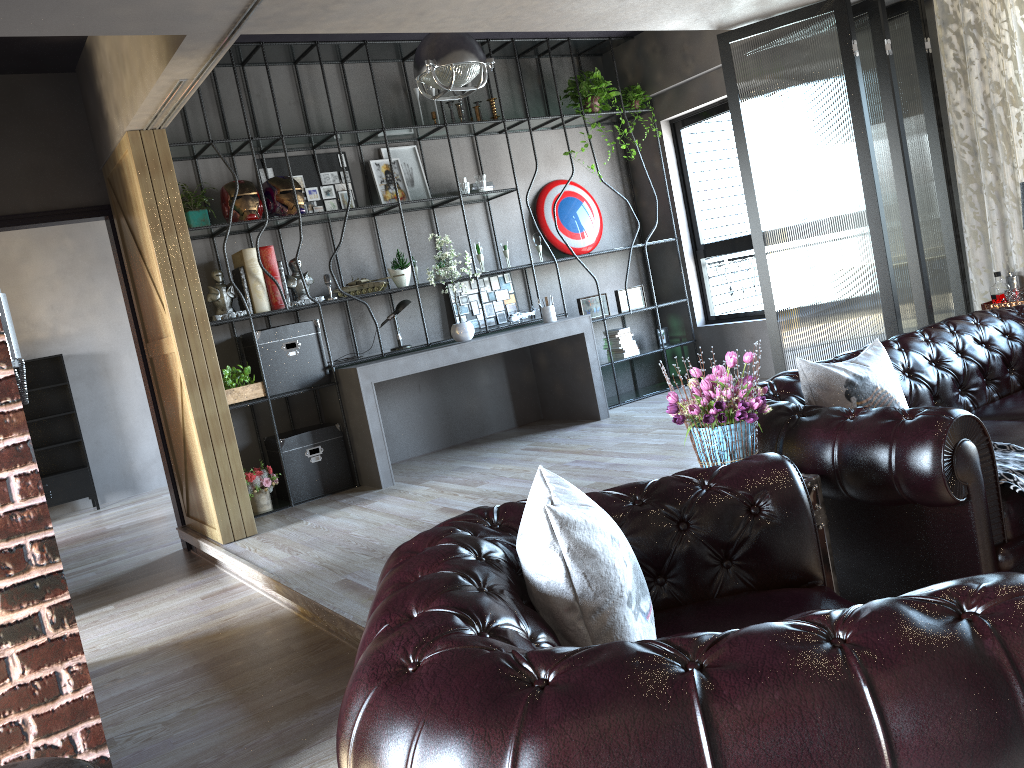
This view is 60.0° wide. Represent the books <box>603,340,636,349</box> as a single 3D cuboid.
[{"bbox_3d":[0.992,-0.368,8.207,0.194,0.028,0.245,-16,7,-37],"label":"books"}]

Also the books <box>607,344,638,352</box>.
[{"bbox_3d":[1.018,-0.333,8.212,0.175,0.023,0.249,-15,7,-31],"label":"books"}]

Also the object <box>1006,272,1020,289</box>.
[{"bbox_3d":[3.222,-0.628,5.706,0.052,0.182,0.135,-11,5,5],"label":"object"}]

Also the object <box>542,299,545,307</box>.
[{"bbox_3d":[0.280,-0.632,7.410,0.009,0.167,0.061,-13,5,-20],"label":"object"}]

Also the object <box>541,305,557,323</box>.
[{"bbox_3d":[0.306,-0.579,7.375,0.110,0.137,0.110,-13,6,-22],"label":"object"}]

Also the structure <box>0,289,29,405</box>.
[{"bbox_3d":[-1.594,-0.113,2.793,0.069,0.370,0.279,-14,6,-32],"label":"structure"}]

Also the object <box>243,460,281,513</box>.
[{"bbox_3d":[-1.833,0.730,6.312,0.346,0.362,0.331,-14,6,-29],"label":"object"}]

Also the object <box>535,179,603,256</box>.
[{"bbox_3d":[0.542,-1.547,8.239,0.752,0.738,0.185,-15,6,-32],"label":"object"}]

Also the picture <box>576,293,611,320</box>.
[{"bbox_3d":[0.732,-0.686,7.940,0.313,0.212,0.049,-15,6,-32],"label":"picture"}]

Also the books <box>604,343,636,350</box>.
[{"bbox_3d":[0.997,-0.348,8.210,0.193,0.014,0.255,-15,7,-29],"label":"books"}]

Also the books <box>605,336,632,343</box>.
[{"bbox_3d":[0.984,-0.414,8.209,0.155,0.022,0.205,-16,7,-37],"label":"books"}]

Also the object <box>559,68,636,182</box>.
[{"bbox_3d":[0.681,-2.286,7.902,0.720,1.024,0.650,-13,5,-14],"label":"object"}]

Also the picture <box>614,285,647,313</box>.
[{"bbox_3d":[1.094,-0.784,8.174,0.313,0.212,0.048,-15,6,-32],"label":"picture"}]

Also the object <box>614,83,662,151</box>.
[{"bbox_3d":[1.116,-2.449,8.183,0.445,0.633,0.401,-13,5,-14],"label":"object"}]

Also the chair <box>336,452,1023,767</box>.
[{"bbox_3d":[0.320,0.721,2.001,1.245,0.844,1.494,-12,6,-2],"label":"chair"}]

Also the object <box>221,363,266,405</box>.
[{"bbox_3d":[-1.911,-0.012,6.209,0.304,0.265,0.180,-15,6,-32],"label":"object"}]

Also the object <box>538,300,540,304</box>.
[{"bbox_3d":[0.254,-0.615,7.377,0.046,0.202,0.023,-11,5,4],"label":"object"}]

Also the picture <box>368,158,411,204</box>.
[{"bbox_3d":[-0.989,-1.632,7.232,0.268,0.413,0.101,-15,6,-32],"label":"picture"}]

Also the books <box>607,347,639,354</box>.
[{"bbox_3d":[1.023,-0.310,8.214,0.175,0.023,0.249,-16,7,-36],"label":"books"}]

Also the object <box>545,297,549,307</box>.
[{"bbox_3d":[0.302,-0.628,7.416,0.023,0.204,0.037,-11,5,7],"label":"object"}]

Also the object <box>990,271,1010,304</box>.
[{"bbox_3d":[3.103,-0.613,5.643,0.087,0.205,0.087,-12,5,-7],"label":"object"}]

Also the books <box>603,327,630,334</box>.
[{"bbox_3d":[0.963,-0.493,8.192,0.159,0.024,0.200,-17,8,-42],"label":"books"}]

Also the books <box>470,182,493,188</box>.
[{"bbox_3d":[-0.305,-1.692,7.596,0.225,0.029,0.179,-16,8,-40],"label":"books"}]

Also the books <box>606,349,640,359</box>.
[{"bbox_3d":[1.029,-0.278,8.214,0.193,0.043,0.248,-15,7,-32],"label":"books"}]

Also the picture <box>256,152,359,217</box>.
[{"bbox_3d":[-1.587,-1.542,6.933,0.750,0.503,0.058,-15,6,-32],"label":"picture"}]

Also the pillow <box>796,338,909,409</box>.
[{"bbox_3d":[1.357,0.066,3.462,0.529,0.468,0.283,-14,6,-29],"label":"pillow"}]

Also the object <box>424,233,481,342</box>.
[{"bbox_3d":[-0.429,-0.750,6.773,0.420,0.851,0.399,-10,5,14],"label":"object"}]

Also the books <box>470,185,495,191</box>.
[{"bbox_3d":[-0.296,-1.668,7.608,0.243,0.024,0.175,-16,7,-36],"label":"books"}]

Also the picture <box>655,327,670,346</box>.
[{"bbox_3d":[1.448,-0.456,8.534,0.137,0.165,0.032,-15,6,-32],"label":"picture"}]

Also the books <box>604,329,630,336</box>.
[{"bbox_3d":[0.972,-0.474,8.203,0.155,0.020,0.205,-15,7,-32],"label":"books"}]

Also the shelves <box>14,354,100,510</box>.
[{"bbox_3d":[-4.960,0.606,9.163,0.913,1.675,0.353,-15,6,-32],"label":"shelves"}]

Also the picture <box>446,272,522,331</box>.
[{"bbox_3d":[-0.234,-0.711,7.725,0.666,0.446,0.051,-15,6,-32],"label":"picture"}]

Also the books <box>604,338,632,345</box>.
[{"bbox_3d":[0.983,-0.391,8.209,0.159,0.021,0.224,-15,7,-32],"label":"books"}]

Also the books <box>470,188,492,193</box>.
[{"bbox_3d":[-0.301,-1.642,7.602,0.227,0.024,0.167,-7,7,37],"label":"books"}]

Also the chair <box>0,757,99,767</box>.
[{"bbox_3d":[-0.772,1.041,1.357,0.450,0.773,0.451,-11,5,8],"label":"chair"}]

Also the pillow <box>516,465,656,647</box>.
[{"bbox_3d":[0.171,0.448,2.114,0.290,0.501,0.542,-11,5,6],"label":"pillow"}]

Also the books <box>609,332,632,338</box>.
[{"bbox_3d":[0.983,-0.455,8.194,0.163,0.023,0.231,-13,6,-16],"label":"books"}]

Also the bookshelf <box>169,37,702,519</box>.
[{"bbox_3d":[-0.456,-1.125,7.378,4.490,3.278,0.526,-15,6,-32],"label":"bookshelf"}]

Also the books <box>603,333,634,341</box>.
[{"bbox_3d":[0.983,-0.434,8.203,0.175,0.019,0.243,-15,7,-32],"label":"books"}]

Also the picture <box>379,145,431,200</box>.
[{"bbox_3d":[-0.876,-1.719,7.358,0.332,0.514,0.119,-15,6,-32],"label":"picture"}]

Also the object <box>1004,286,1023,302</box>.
[{"bbox_3d":[3.193,-0.559,5.513,0.245,0.092,0.152,-10,6,9],"label":"object"}]
